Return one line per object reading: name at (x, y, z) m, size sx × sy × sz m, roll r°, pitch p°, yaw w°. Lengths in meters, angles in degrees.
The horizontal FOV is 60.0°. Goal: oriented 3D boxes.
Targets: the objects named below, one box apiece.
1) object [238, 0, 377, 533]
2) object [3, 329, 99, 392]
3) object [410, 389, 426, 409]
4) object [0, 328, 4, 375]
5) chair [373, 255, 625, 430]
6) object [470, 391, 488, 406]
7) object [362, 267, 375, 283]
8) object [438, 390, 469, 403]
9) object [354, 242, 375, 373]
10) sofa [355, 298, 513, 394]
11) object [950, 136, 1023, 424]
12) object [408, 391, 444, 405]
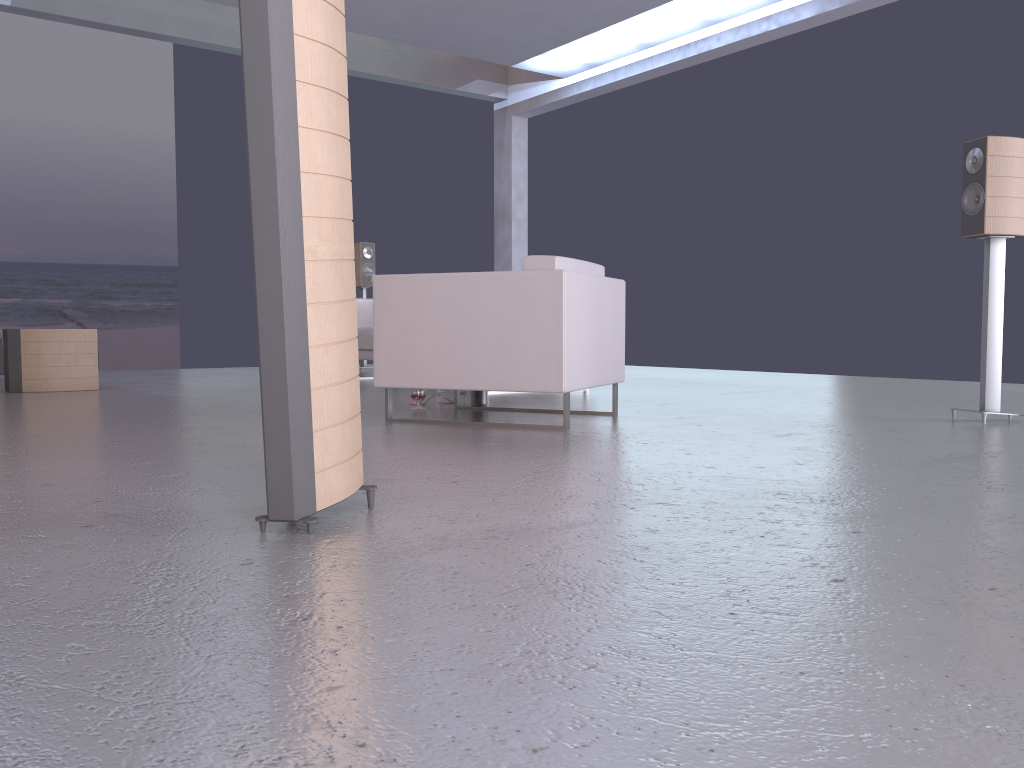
object at (-0.495, -0.407, 2.017) m, size 0.244 × 1.473 × 0.444 m, roll 1°, pitch 4°, yaw 9°
object at (-3.474, -0.185, 6.693) m, size 0.604 × 0.459 × 0.514 m, roll -3°, pitch 4°, yaw -36°
object at (-0.539, 0.026, 5.102) m, size 0.091 × 0.233 × 0.091 m, roll -1°, pitch 4°, yaw -8°
object at (-4.745, -0.760, 7.807) m, size 0.444 × 1.469 × 0.244 m, roll -1°, pitch 4°, yaw -11°
chair at (-0.046, -0.226, 4.553) m, size 1.026 × 0.808 × 0.936 m, roll 2°, pitch 4°, yaw 24°
object at (-0.197, -0.089, 5.300) m, size 0.109 × 0.435 × 0.109 m, roll -1°, pitch 4°, yaw -9°
object at (-1.237, -0.604, 8.645) m, size 0.387 × 1.051 × 0.400 m, roll 0°, pitch 4°, yaw 2°
object at (-0.358, 0.076, 5.457) m, size 0.235 × 0.087 × 0.079 m, roll 2°, pitch 4°, yaw 32°
object at (-1.593, -0.812, 9.472) m, size 0.243 × 1.363 × 0.333 m, roll -2°, pitch 4°, yaw -30°
sofa at (-0.465, -0.412, 7.402) m, size 1.026 × 0.824 × 2.353 m, roll -3°, pitch 4°, yaw -36°
object at (2.374, -0.497, 4.315) m, size 0.333 × 1.363 × 0.243 m, roll 0°, pitch 4°, yaw -5°
object at (-0.521, 0.083, 5.348) m, size 0.235 × 0.087 × 0.079 m, roll 1°, pitch 4°, yaw 21°
